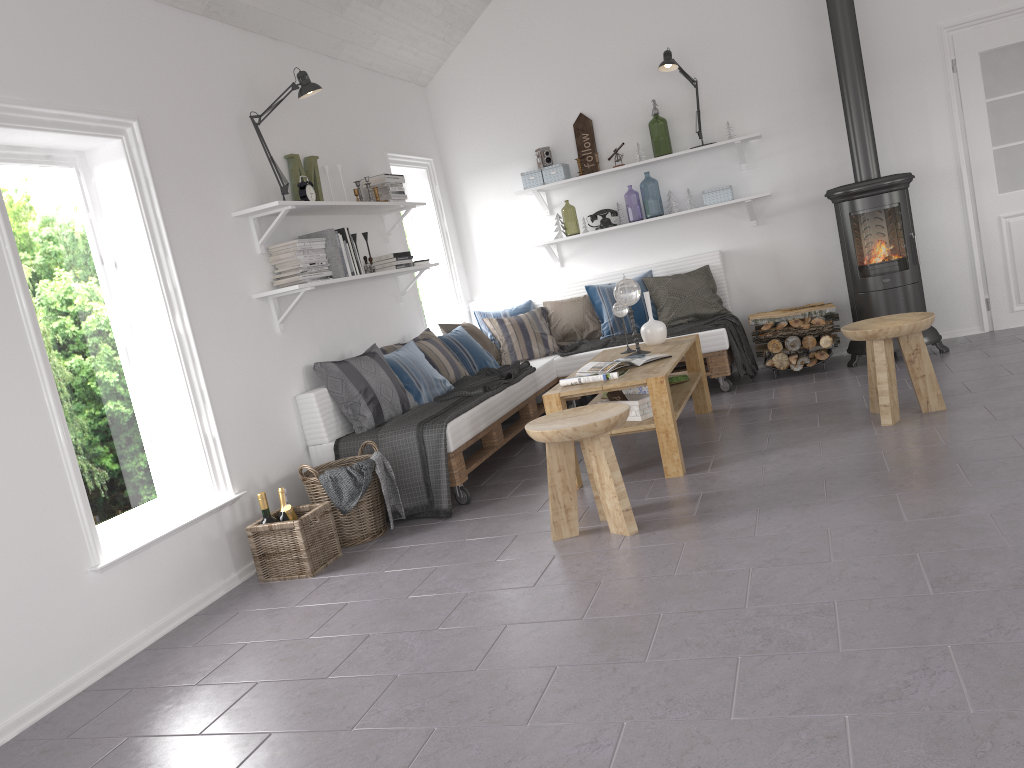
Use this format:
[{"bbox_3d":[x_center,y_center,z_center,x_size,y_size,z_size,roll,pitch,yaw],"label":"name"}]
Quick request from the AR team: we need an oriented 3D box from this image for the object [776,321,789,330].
[{"bbox_3d":[1.883,-0.436,6.170,0.098,0.060,0.467,-9,8,22],"label":"object"}]

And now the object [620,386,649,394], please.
[{"bbox_3d":[0.668,0.033,4.722,0.302,0.161,0.302,-10,8,16],"label":"object"}]

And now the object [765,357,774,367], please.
[{"bbox_3d":[1.832,-0.191,6.292,0.052,0.056,0.561,-9,8,19],"label":"object"}]

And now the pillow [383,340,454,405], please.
[{"bbox_3d":[-0.610,-0.035,5.282,0.331,0.401,0.525,-6,9,38],"label":"pillow"}]

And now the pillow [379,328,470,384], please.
[{"bbox_3d":[-0.528,-0.122,5.646,0.316,0.438,0.546,-8,9,32],"label":"pillow"}]

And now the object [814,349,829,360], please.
[{"bbox_3d":[2.137,-0.226,6.130,0.096,0.060,0.467,-9,8,19],"label":"object"}]

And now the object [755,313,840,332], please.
[{"bbox_3d":[1.989,-0.427,6.199,0.562,0.057,0.097,-10,8,19],"label":"object"}]

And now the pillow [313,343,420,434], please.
[{"bbox_3d":[-0.794,0.026,4.872,0.301,0.444,0.534,-7,9,35],"label":"pillow"}]

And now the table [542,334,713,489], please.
[{"bbox_3d":[0.698,0.108,4.905,0.607,0.485,1.457,-9,8,19],"label":"table"}]

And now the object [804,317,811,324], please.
[{"bbox_3d":[2.031,-0.459,6.105,0.044,0.034,0.425,-10,8,19],"label":"object"}]

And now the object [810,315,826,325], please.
[{"bbox_3d":[2.098,-0.471,6.090,0.098,0.088,0.466,-9,8,20],"label":"object"}]

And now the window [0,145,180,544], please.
[{"bbox_3d":[-1.776,-0.163,3.615,0.117,1.655,0.685,-9,8,19],"label":"window"}]

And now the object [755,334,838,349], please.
[{"bbox_3d":[2.034,-0.286,6.334,0.569,0.078,0.115,-9,8,20],"label":"object"}]

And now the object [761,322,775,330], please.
[{"bbox_3d":[1.803,-0.424,6.192,0.098,0.061,0.467,-9,8,21],"label":"object"}]

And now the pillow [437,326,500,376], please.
[{"bbox_3d":[-0.332,-0.182,6.042,0.341,0.408,0.523,-7,9,35],"label":"pillow"}]

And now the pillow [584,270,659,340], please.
[{"bbox_3d":[0.844,-0.574,6.479,0.526,0.428,0.311,-12,7,-2],"label":"pillow"}]

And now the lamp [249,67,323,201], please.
[{"bbox_3d":[-1.148,-1.284,4.622,0.439,0.703,0.196,-17,9,-35],"label":"lamp"}]

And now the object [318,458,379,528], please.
[{"bbox_3d":[-0.765,0.534,4.217,0.303,0.332,0.367,-15,8,-24],"label":"object"}]

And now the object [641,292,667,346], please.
[{"bbox_3d":[0.834,-0.391,5.311,0.155,0.325,0.155,-13,7,-10],"label":"object"}]

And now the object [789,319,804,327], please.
[{"bbox_3d":[1.967,-0.451,6.140,0.096,0.068,0.467,-10,8,19],"label":"object"}]

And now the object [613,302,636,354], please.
[{"bbox_3d":[0.660,-0.348,5.242,0.109,0.329,0.109,-14,8,-12],"label":"object"}]

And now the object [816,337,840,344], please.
[{"bbox_3d":[2.007,-0.269,6.231,0.562,0.063,0.095,-9,8,20],"label":"object"}]

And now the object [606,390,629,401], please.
[{"bbox_3d":[0.549,0.096,4.477,0.090,0.139,0.182,-14,8,-15],"label":"object"}]

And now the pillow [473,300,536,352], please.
[{"bbox_3d":[0.003,-0.408,6.869,0.534,0.437,0.287,-13,7,-8],"label":"pillow"}]

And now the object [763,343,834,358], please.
[{"bbox_3d":[1.950,-0.234,6.055,0.468,0.069,0.095,-10,8,19],"label":"object"}]

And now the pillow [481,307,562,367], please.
[{"bbox_3d":[0.089,-0.349,6.589,0.516,0.392,0.358,-14,7,-11],"label":"pillow"}]

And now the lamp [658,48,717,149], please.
[{"bbox_3d":[1.226,-2.001,6.216,0.196,0.703,0.439,-6,9,39],"label":"lamp"}]

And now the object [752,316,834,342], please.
[{"bbox_3d":[1.929,-0.379,6.111,0.538,0.082,0.099,-10,8,19],"label":"object"}]

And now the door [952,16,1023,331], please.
[{"bbox_3d":[3.520,-1.401,5.853,0.902,2.013,0.101,-9,8,19],"label":"door"}]

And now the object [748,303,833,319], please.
[{"bbox_3d":[1.917,-0.484,6.103,0.562,0.074,0.095,-9,8,20],"label":"object"}]

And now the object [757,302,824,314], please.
[{"bbox_3d":[1.976,-0.515,6.280,0.467,0.063,0.095,-10,8,19],"label":"object"}]

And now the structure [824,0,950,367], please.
[{"bbox_3d":[2.058,-2.557,5.695,0.643,4.887,0.626,-13,7,-4],"label":"structure"}]

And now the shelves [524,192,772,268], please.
[{"bbox_3d":[1.003,-1.109,6.573,1.820,0.212,0.269,-9,8,19],"label":"shelves"}]

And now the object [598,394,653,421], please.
[{"bbox_3d":[0.587,0.116,4.423,0.155,0.102,0.281,-18,9,-37],"label":"object"}]

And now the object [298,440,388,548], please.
[{"bbox_3d":[-0.795,0.537,4.282,0.393,0.432,0.393,-11,7,6],"label":"object"}]

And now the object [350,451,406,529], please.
[{"bbox_3d":[-0.750,0.540,4.275,0.349,0.356,0.290,-10,8,14],"label":"object"}]

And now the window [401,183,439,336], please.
[{"bbox_3d":[-0.810,-0.777,6.715,0.052,1.655,0.685,-9,8,19],"label":"window"}]

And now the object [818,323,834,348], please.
[{"bbox_3d":[2.156,-0.347,6.117,0.118,0.142,0.520,-9,8,23],"label":"object"}]

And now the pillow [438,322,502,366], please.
[{"bbox_3d":[-0.279,-0.278,6.447,0.334,0.438,0.545,-9,8,24],"label":"pillow"}]

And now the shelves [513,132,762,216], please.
[{"bbox_3d":[0.918,-1.507,6.521,1.820,0.212,0.269,-9,8,19],"label":"shelves"}]

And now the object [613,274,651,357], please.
[{"bbox_3d":[0.679,-0.396,5.038,0.155,0.468,0.155,-12,7,-2],"label":"object"}]

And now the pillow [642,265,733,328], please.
[{"bbox_3d":[1.251,-0.621,6.355,0.519,0.395,0.334,-12,7,-3],"label":"pillow"}]

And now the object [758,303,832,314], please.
[{"bbox_3d":[1.958,-0.501,6.198,0.541,0.070,0.101,-9,8,20],"label":"object"}]

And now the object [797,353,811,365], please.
[{"bbox_3d":[2.024,-0.215,6.170,0.097,0.056,0.562,-10,8,19],"label":"object"}]

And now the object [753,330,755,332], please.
[{"bbox_3d":[1.971,-0.386,6.233,0.539,0.070,0.101,-9,8,20],"label":"object"}]

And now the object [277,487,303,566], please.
[{"bbox_3d":[-1.028,0.654,4.033,0.094,0.361,0.127,-10,8,19],"label":"object"}]

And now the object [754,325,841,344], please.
[{"bbox_3d":[1.953,-0.342,6.079,0.562,0.063,0.095,-9,8,20],"label":"object"}]

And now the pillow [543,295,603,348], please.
[{"bbox_3d":[0.478,-0.461,6.631,0.521,0.381,0.366,-10,8,16],"label":"pillow"}]
